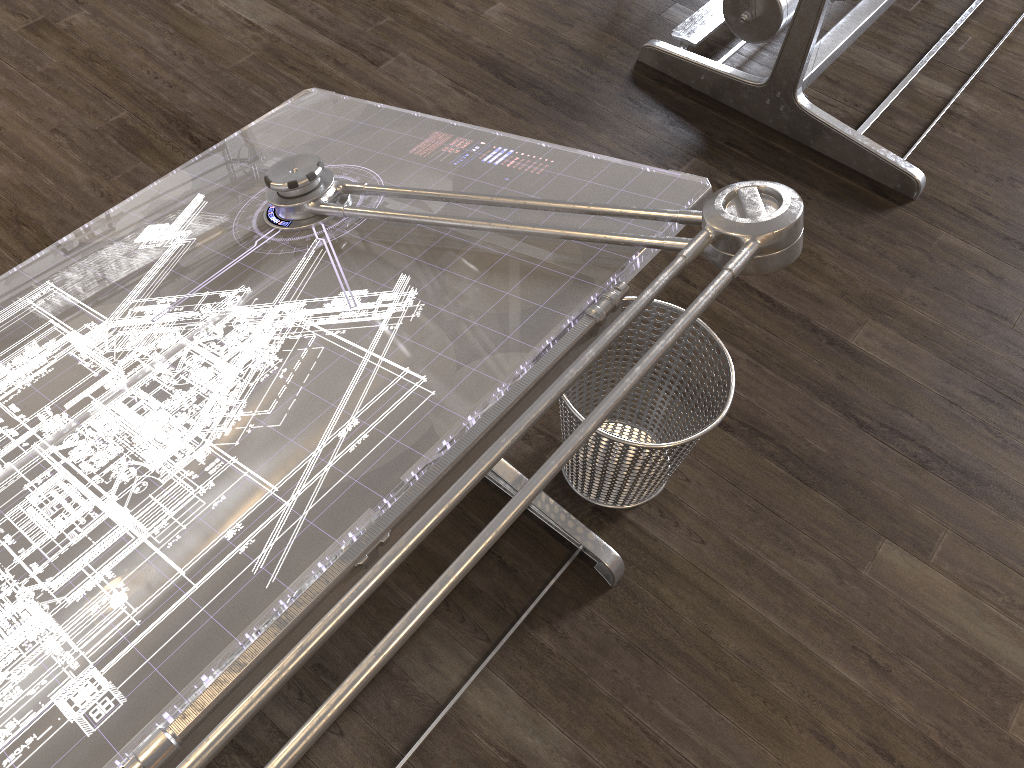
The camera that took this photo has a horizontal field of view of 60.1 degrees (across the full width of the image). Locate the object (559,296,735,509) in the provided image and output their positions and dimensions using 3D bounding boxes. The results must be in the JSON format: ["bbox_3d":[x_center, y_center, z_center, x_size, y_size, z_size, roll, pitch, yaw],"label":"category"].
[{"bbox_3d":[0.242,0.073,1.845,0.355,0.368,0.359,-23,59,-19],"label":"object"}]

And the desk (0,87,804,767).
[{"bbox_3d":[-0.635,0.305,1.009,1.087,1.353,2.101,34,59,19],"label":"desk"}]

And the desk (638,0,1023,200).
[{"bbox_3d":[1.482,-1.778,2.674,1.087,1.353,2.315,34,59,19],"label":"desk"}]
